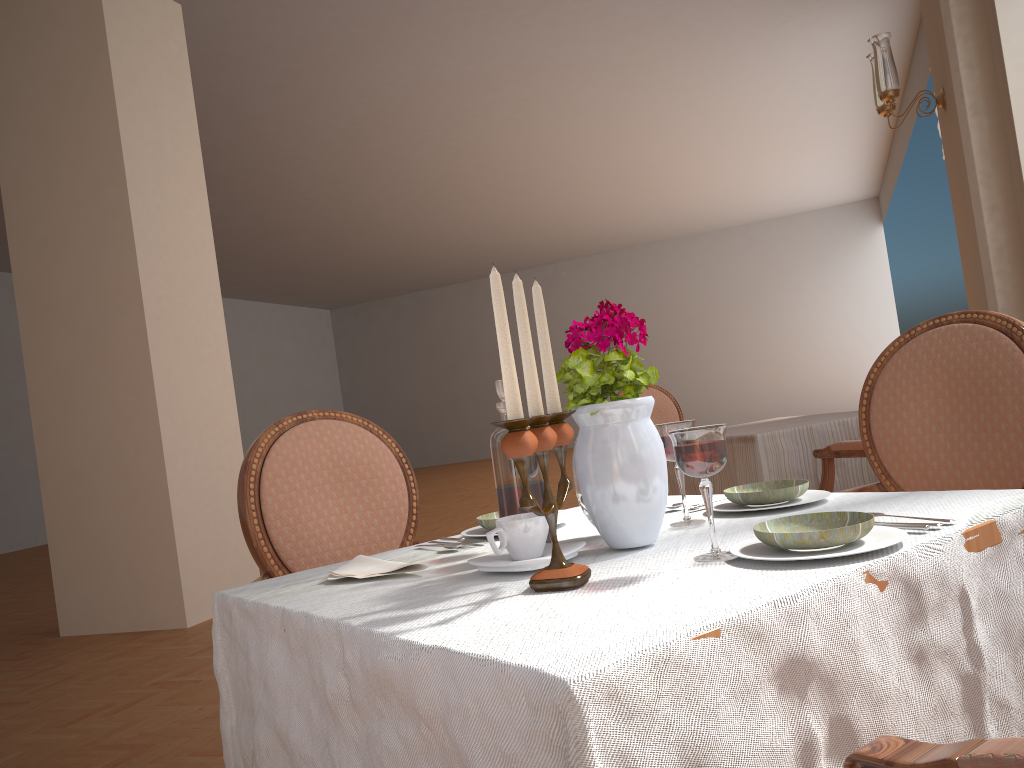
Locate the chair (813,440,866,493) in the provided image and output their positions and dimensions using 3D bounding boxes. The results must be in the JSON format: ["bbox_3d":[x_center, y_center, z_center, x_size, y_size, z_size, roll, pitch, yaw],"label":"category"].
[{"bbox_3d":[1.347,0.302,2.846,0.520,0.931,0.593,-8,-2,-25],"label":"chair"}]

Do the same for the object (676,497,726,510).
[{"bbox_3d":[0.298,0.181,1.349,0.125,0.002,0.016,-7,-2,-33],"label":"object"}]

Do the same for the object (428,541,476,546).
[{"bbox_3d":[-0.090,0.236,1.314,0.016,0.002,0.125,-7,-3,-36],"label":"object"}]

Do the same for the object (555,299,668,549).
[{"bbox_3d":[0.118,0.044,1.070,0.124,0.302,0.143,-9,-2,19],"label":"object"}]

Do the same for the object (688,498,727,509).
[{"bbox_3d":[0.306,0.178,1.330,0.127,0.004,0.013,-7,-2,-33],"label":"object"}]

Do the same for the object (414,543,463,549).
[{"bbox_3d":[-0.109,0.237,1.298,0.027,0.006,0.126,-7,-3,-37],"label":"object"}]

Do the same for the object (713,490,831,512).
[{"bbox_3d":[0.361,0.166,1.250,0.171,0.005,0.171,-7,-3,-39],"label":"object"}]

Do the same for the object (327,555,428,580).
[{"bbox_3d":[-0.200,0.241,1.160,0.094,0.012,0.234,-7,-2,-32],"label":"object"}]

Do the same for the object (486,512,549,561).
[{"bbox_3d":[0.007,0.181,1.037,0.078,0.049,0.062,-8,-2,-8],"label":"object"}]

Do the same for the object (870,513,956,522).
[{"bbox_3d":[0.425,0.146,0.973,0.027,0.006,0.126,-7,-3,-34],"label":"object"}]

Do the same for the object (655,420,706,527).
[{"bbox_3d":[0.223,0.118,1.173,0.062,0.135,0.062,-7,-2,-39],"label":"object"}]

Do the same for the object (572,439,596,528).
[{"bbox_3d":[0.129,0.131,1.193,0.092,0.138,0.093,-7,-2,-42],"label":"object"}]

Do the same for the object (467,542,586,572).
[{"bbox_3d":[0.018,0.203,1.038,0.119,0.016,0.119,-10,-3,40],"label":"object"}]

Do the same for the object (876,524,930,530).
[{"bbox_3d":[0.386,0.152,0.949,0.013,0.004,0.127,-7,-2,-33],"label":"object"}]

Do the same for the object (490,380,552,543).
[{"bbox_3d":[0.006,0.105,1.141,0.074,0.222,0.074,-8,-1,-1],"label":"object"}]

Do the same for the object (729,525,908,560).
[{"bbox_3d":[0.306,0.161,0.893,0.171,0.005,0.171,-8,-2,-20],"label":"object"}]

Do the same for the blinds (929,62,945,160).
[{"bbox_3d":[3.317,-2.398,6.908,0.038,1.292,0.689,-9,-2,20],"label":"blinds"}]

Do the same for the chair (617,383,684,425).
[{"bbox_3d":[0.782,0.431,4.101,0.520,0.931,0.593,-8,-2,-25],"label":"chair"}]

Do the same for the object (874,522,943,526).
[{"bbox_3d":[0.405,0.151,0.958,0.016,0.002,0.125,-7,-2,-33],"label":"object"}]

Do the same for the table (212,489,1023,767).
[{"bbox_3d":[0.170,0.536,1.118,0.836,0.680,0.830,-7,-2,-36],"label":"table"}]

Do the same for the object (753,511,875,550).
[{"bbox_3d":[0.304,0.151,0.893,0.117,0.024,0.117,-7,-2,-29],"label":"object"}]

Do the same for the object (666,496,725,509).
[{"bbox_3d":[0.282,0.182,1.370,0.125,0.006,0.027,-7,-2,-34],"label":"object"}]

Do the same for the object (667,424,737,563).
[{"bbox_3d":[0.201,0.112,0.913,0.062,0.135,0.062,-7,-2,-39],"label":"object"}]

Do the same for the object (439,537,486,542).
[{"bbox_3d":[-0.071,0.233,1.324,0.013,0.004,0.127,-7,-3,-36],"label":"object"}]

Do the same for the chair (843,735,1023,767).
[{"bbox_3d":[0.582,0.329,0.558,0.520,0.931,0.593,-7,-2,-37],"label":"chair"}]

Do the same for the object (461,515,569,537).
[{"bbox_3d":[0.005,0.223,1.383,0.171,0.005,0.171,-7,-2,-33],"label":"object"}]

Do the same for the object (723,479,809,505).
[{"bbox_3d":[0.359,0.156,1.250,0.117,0.024,0.117,-8,-2,-1],"label":"object"}]

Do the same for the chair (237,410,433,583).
[{"bbox_3d":[-0.216,0.487,1.675,0.520,0.931,0.593,-7,-2,-37],"label":"chair"}]

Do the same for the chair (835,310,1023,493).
[{"bbox_3d":[0.709,0.347,1.539,0.592,0.931,0.521,-7,-2,-37],"label":"chair"}]

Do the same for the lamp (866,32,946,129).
[{"bbox_3d":[1.737,-1.342,3.912,0.274,0.362,0.320,-9,-2,20],"label":"lamp"}]

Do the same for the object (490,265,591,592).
[{"bbox_3d":[0.027,0.044,0.905,0.059,0.325,0.177,-9,-2,19],"label":"object"}]

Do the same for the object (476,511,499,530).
[{"bbox_3d":[0.004,0.213,1.384,0.117,0.024,0.117,-10,-2,30],"label":"object"}]

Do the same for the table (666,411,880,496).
[{"bbox_3d":[1.058,0.495,3.477,0.830,0.677,0.830,-7,-2,-25],"label":"table"}]
